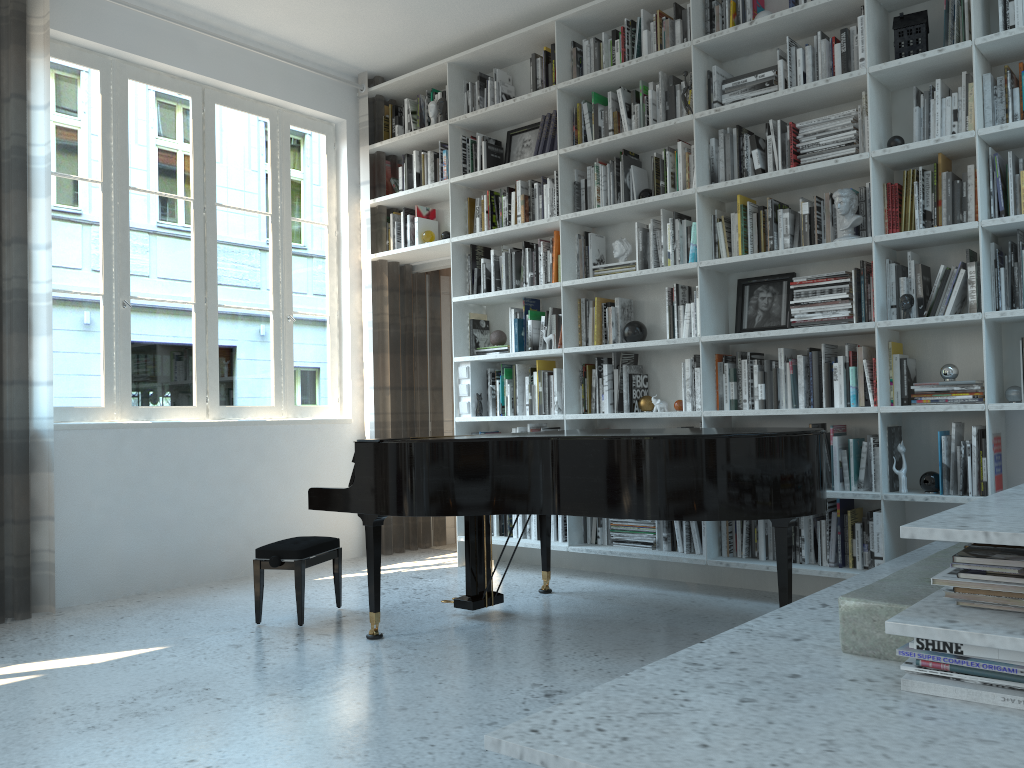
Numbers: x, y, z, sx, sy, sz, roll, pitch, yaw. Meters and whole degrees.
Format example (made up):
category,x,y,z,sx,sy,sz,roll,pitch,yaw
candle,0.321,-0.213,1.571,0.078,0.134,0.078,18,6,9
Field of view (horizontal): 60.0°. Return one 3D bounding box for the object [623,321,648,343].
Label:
category,x,y,z,sx,sy,sz,roll,pitch,yaw
object,0.669,-0.276,4.818,0.134,0.135,0.133,-1,-2,-1

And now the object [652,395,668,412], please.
category,x,y,z,sx,sy,sz,roll,pitch,yaw
object,0.776,0.102,4.652,0.078,0.095,0.060,0,-2,-33

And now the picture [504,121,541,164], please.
category,x,y,z,sx,sy,sz,roll,pitch,yaw
picture,0.078,-1.433,5.418,0.300,0.299,0.077,-3,-2,40

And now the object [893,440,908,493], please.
category,x,y,z,sx,sy,sz,roll,pitch,yaw
object,1.672,0.355,3.812,0.046,0.224,0.053,0,-2,-38

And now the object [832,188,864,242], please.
category,x,y,z,sx,sy,sz,roll,pitch,yaw
object,1.501,-0.750,3.966,0.137,0.244,0.138,-1,-2,6

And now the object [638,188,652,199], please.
category,x,y,z,sx,sy,sz,roll,pitch,yaw
object,0.725,-0.998,4.751,0.097,0.098,0.097,-1,-2,-1

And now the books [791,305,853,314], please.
category,x,y,z,sx,sy,sz,roll,pitch,yaw
books,1.481,-0.343,4.164,0.285,0.012,0.159,-3,-3,41

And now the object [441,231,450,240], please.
category,x,y,z,sx,sy,sz,roll,pitch,yaw
object,-0.425,-0.956,5.753,0.071,0.072,0.071,-2,-2,18

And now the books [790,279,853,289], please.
category,x,y,z,sx,sy,sz,roll,pitch,yaw
books,1.477,-0.464,4.165,0.285,0.012,0.159,-3,-3,42

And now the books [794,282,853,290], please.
category,x,y,z,sx,sy,sz,roll,pitch,yaw
books,1.474,-0.452,4.162,0.254,0.012,0.161,-3,-3,36

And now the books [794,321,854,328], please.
category,x,y,z,sx,sy,sz,roll,pitch,yaw
books,1.481,-0.272,4.160,0.254,0.012,0.161,-3,-3,42

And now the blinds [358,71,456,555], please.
category,x,y,z,sx,sy,sz,roll,pitch,yaw
blinds,-0.730,-0.466,6.194,0.140,3.230,0.776,-3,-2,40

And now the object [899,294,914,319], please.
category,x,y,z,sx,sy,sz,roll,pitch,yaw
object,1.682,-0.329,3.778,0.054,0.113,0.079,-3,-2,39

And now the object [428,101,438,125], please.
category,x,y,z,sx,sy,sz,roll,pitch,yaw
object,-0.501,-1.707,5.654,0.067,0.198,0.067,-1,-2,-7

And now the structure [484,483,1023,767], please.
category,x,y,z,sx,sy,sz,roll,pitch,yaw
structure,1.967,0.601,1.882,2.900,0.659,3.113,-3,-3,40

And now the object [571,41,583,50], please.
category,x,y,z,sx,sy,sz,roll,pitch,yaw
object,0.396,-1.805,5.093,0.012,0.285,0.159,-3,-2,40

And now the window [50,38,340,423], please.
category,x,y,z,sx,sy,sz,roll,pitch,yaw
window,-1.795,-0.775,5.207,0.073,2.008,1.983,-3,-2,40

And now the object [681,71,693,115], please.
category,x,y,z,sx,sy,sz,roll,pitch,yaw
object,0.890,-1.457,4.482,0.075,0.254,0.075,-2,-2,19

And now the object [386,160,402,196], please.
category,x,y,z,sx,sy,sz,roll,pitch,yaw
object,-0.811,-1.377,6.086,0.035,0.295,0.176,-3,-2,40

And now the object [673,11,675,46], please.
category,x,y,z,sx,sy,sz,roll,pitch,yaw
object,0.895,-1.814,4.668,0.010,0.246,0.157,-3,-2,40

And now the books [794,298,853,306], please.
category,x,y,z,sx,sy,sz,roll,pitch,yaw
books,1.475,-0.379,4.158,0.254,0.012,0.161,-3,-3,35

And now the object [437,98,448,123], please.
category,x,y,z,sx,sy,sz,roll,pitch,yaw
object,-0.439,-1.710,5.602,0.067,0.198,0.067,-1,-2,-7

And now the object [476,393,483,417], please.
category,x,y,z,sx,sy,sz,roll,pitch,yaw
object,-0.199,0.128,5.392,0.045,0.146,0.045,-1,-2,-11

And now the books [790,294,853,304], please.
category,x,y,z,sx,sy,sz,roll,pitch,yaw
books,1.474,-0.391,4.158,0.159,0.012,0.285,1,-3,-45

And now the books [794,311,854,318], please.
category,x,y,z,sx,sy,sz,roll,pitch,yaw
books,1.476,-0.320,4.157,0.254,0.012,0.161,-3,-3,35

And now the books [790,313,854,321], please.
category,x,y,z,sx,sy,sz,roll,pitch,yaw
books,1.476,-0.308,4.156,0.159,0.012,0.285,1,-3,-45

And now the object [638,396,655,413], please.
category,x,y,z,sx,sy,sz,roll,pitch,yaw
object,0.727,0.108,4.780,0.091,0.092,0.091,-2,-2,18

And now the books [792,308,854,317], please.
category,x,y,z,sx,sy,sz,roll,pitch,yaw
books,1.483,-0.331,4.166,0.285,0.012,0.159,-3,-3,40

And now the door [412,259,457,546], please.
category,x,y,z,sx,sy,sz,roll,pitch,yaw
door,-0.182,0.154,6.282,0.834,1.980,0.786,-3,-2,40

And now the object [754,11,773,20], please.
category,x,y,z,sx,sy,sz,roll,pitch,yaw
object,1.232,-1.764,4.324,0.105,0.106,0.104,-2,-2,18

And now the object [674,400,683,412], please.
category,x,y,z,sx,sy,sz,roll,pitch,yaw
object,0.872,0.113,4.602,0.061,0.062,0.061,-1,-2,-1

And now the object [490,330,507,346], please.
category,x,y,z,sx,sy,sz,roll,pitch,yaw
object,-0.084,-0.279,5.454,0.105,0.106,0.105,-2,-2,18

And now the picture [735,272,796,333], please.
category,x,y,z,sx,sy,sz,roll,pitch,yaw
picture,1.259,-0.392,4.414,0.300,0.299,0.077,-3,-2,40

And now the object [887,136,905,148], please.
category,x,y,z,sx,sy,sz,roll,pitch,yaw
object,1.674,-1.046,3.868,0.071,0.072,0.071,-1,-2,-1

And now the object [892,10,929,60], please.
category,x,y,z,sx,sy,sz,roll,pitch,yaw
object,1.736,-1.498,3.856,0.135,0.248,0.135,-2,-2,30

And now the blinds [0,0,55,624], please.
category,x,y,z,sx,sy,sz,roll,pitch,yaw
blinds,-2.529,-0.509,4.058,0.140,3.230,0.776,-3,-2,40

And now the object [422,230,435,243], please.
category,x,y,z,sx,sy,sz,roll,pitch,yaw
object,-0.545,-0.960,5.790,0.087,0.088,0.087,-1,-2,-1

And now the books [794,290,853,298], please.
category,x,y,z,sx,sy,sz,roll,pitch,yaw
books,1.477,-0.415,4.162,0.254,0.012,0.161,-3,-3,37

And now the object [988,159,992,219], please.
category,x,y,z,sx,sy,sz,roll,pitch,yaw
object,2.028,-0.792,3.722,0.013,0.283,0.135,-3,-2,40

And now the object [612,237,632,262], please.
category,x,y,z,sx,sy,sz,roll,pitch,yaw
object,0.609,-0.735,4.900,0.121,0.157,0.095,0,-2,-36

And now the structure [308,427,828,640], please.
category,x,y,z,sx,sy,sz,roll,pitch,yaw
structure,0.284,0.617,3.699,1.919,0.832,1.334,-3,-3,40

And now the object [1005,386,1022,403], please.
category,x,y,z,sx,sy,sz,roll,pitch,yaw
object,2.062,0.043,3.636,0.071,0.072,0.071,-1,-2,-1

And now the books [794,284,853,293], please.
category,x,y,z,sx,sy,sz,roll,pitch,yaw
books,1.476,-0.440,4.163,0.254,0.012,0.161,-3,-3,37

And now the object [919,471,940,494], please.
category,x,y,z,sx,sy,sz,roll,pitch,yaw
object,1.776,0.416,3.753,0.093,0.094,0.093,-1,-2,-1

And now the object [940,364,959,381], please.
category,x,y,z,sx,sy,sz,roll,pitch,yaw
object,1.837,-0.049,3.723,0.071,0.072,0.071,-1,-2,-1

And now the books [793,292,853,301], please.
category,x,y,z,sx,sy,sz,roll,pitch,yaw
books,1.477,-0.403,4.162,0.254,0.012,0.161,-3,-3,43

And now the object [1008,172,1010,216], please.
category,x,y,z,sx,sy,sz,roll,pitch,yaw
object,2.074,-0.758,3.662,0.013,0.208,0.140,-3,-2,40

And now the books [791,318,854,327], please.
category,x,y,z,sx,sy,sz,roll,pitch,yaw
books,1.476,-0.284,4.155,0.285,0.012,0.159,-3,-3,35

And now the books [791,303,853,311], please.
category,x,y,z,sx,sy,sz,roll,pitch,yaw
books,1.479,-0.355,4.162,0.285,0.012,0.159,-3,-3,42

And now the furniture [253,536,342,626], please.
category,x,y,z,sx,sy,sz,roll,pitch,yaw
furniture,-0.983,0.893,4.101,0.240,0.353,0.467,-2,-2,15

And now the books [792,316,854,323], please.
category,x,y,z,sx,sy,sz,roll,pitch,yaw
books,1.482,-0.296,4.163,0.285,0.012,0.159,-3,-3,39

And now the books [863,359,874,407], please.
category,x,y,z,sx,sy,sz,roll,pitch,yaw
books,1.637,-0.003,4.004,0.042,0.212,0.169,-3,-2,40

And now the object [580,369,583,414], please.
category,x,y,z,sx,sy,sz,roll,pitch,yaw
object,0.438,0.044,5.043,0.012,0.254,0.161,-3,-2,40

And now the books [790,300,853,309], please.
category,x,y,z,sx,sy,sz,roll,pitch,yaw
books,1.475,-0.367,4.157,0.159,0.012,0.285,1,-3,-45

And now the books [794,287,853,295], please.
category,x,y,z,sx,sy,sz,roll,pitch,yaw
books,1.475,-0.428,4.161,0.254,0.012,0.161,-3,-3,36

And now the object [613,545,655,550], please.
category,x,y,z,sx,sy,sz,roll,pitch,yaw
object,0.699,0.876,4.809,0.254,0.007,0.161,-3,-3,43

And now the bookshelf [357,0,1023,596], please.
category,x,y,z,sx,sy,sz,roll,pitch,yaw
bookshelf,1.494,-0.534,4.069,6.299,3.141,0.330,-3,-2,40

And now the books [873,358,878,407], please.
category,x,y,z,sx,sy,sz,roll,pitch,yaw
books,1.658,-0.006,3.988,0.011,0.216,0.166,-3,-2,40

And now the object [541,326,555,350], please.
category,x,y,z,sx,sy,sz,roll,pitch,yaw
object,0.205,-0.260,5.028,0.081,0.140,0.044,-2,-2,24

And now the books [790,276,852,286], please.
category,x,y,z,sx,sy,sz,roll,pitch,yaw
books,1.472,-0.476,4.160,0.285,0.012,0.159,-3,-3,35
